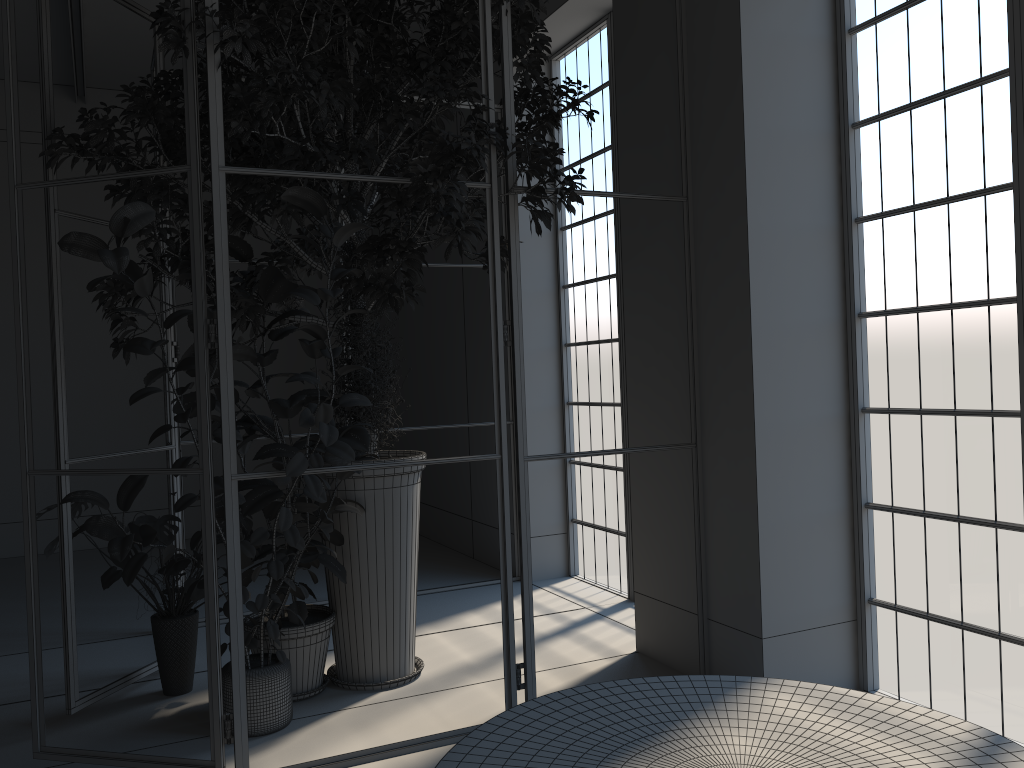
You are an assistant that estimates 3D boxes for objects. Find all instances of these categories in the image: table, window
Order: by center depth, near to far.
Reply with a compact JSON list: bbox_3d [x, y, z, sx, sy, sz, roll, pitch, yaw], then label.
[{"bbox_3d":[2.426,-0.514,2.033,0.070,3.834,9.755,-2,1,-25],"label":"window"},{"bbox_3d":[0.612,1.230,2.322,1.709,0.387,1.708,-2,1,-34],"label":"table"}]

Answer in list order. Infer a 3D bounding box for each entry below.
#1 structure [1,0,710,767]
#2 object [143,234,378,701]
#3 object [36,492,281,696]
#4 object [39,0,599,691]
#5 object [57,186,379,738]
[{"bbox_3d":[-0.836,-0.226,4.648,2.994,3.454,2.452,-2,1,-25],"label":"structure"},{"bbox_3d":[-1.204,0.386,4.285,1.270,2.157,0.868,-2,0,6],"label":"object"},{"bbox_3d":[-1.663,1.004,4.213,1.125,1.001,0.920,-2,1,-28],"label":"object"},{"bbox_3d":[-0.799,-0.608,4.190,2.486,4.154,2.243,-2,1,37],"label":"object"},{"bbox_3d":[-1.114,0.397,3.635,1.253,2.183,1.309,-2,0,-14],"label":"object"}]
